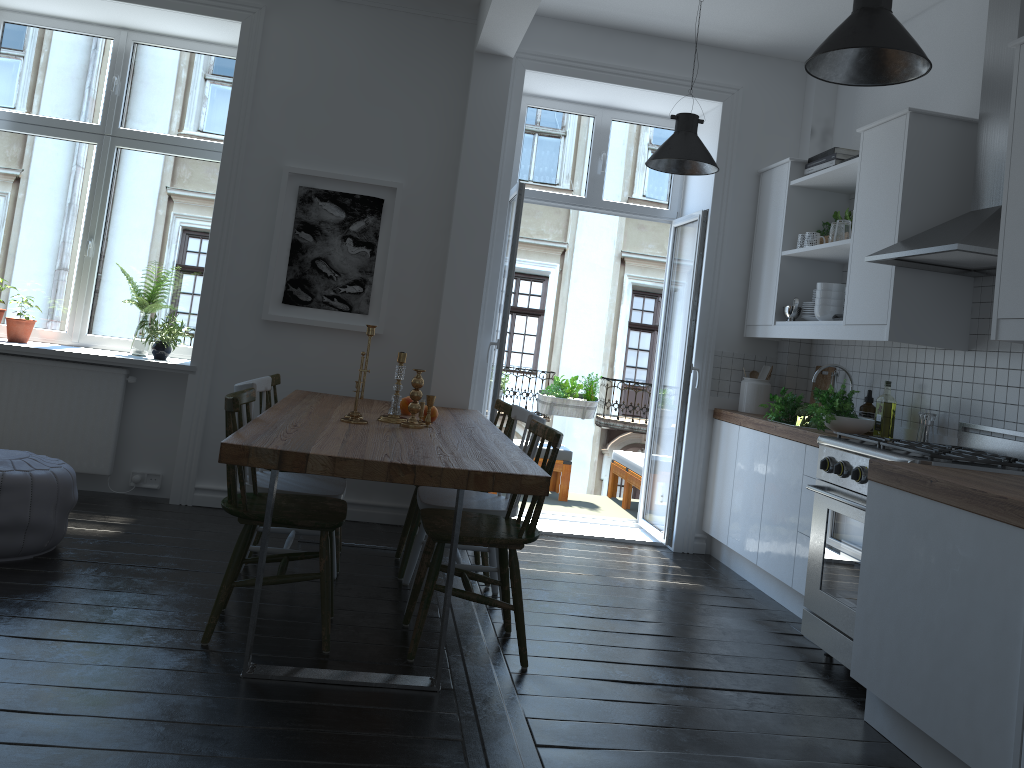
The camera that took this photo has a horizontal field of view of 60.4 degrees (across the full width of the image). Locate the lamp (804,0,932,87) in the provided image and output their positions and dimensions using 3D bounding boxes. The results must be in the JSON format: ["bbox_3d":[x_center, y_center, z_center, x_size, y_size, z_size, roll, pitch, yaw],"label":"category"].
[{"bbox_3d":[1.201,-1.486,2.874,0.386,0.946,0.382,7,-3,0],"label":"lamp"}]

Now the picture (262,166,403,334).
[{"bbox_3d":[-1.032,-0.772,5.104,0.686,0.894,0.083,7,-4,-8],"label":"picture"}]

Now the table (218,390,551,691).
[{"bbox_3d":[-0.576,0.519,3.782,1.015,0.719,2.227,7,2,-8],"label":"table"}]

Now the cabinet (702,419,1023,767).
[{"bbox_3d":[1.541,0.732,3.822,0.729,0.817,3.177,7,2,0],"label":"cabinet"}]

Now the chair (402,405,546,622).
[{"bbox_3d":[-0.153,0.511,3.744,0.509,0.848,0.464,7,-2,-8],"label":"chair"}]

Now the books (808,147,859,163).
[{"bbox_3d":[1.844,-1.251,4.908,0.258,0.038,0.325,7,3,-6],"label":"books"}]

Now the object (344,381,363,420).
[{"bbox_3d":[-0.674,0.069,3.805,0.080,0.161,0.079,5,-3,39],"label":"object"}]

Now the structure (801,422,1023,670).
[{"bbox_3d":[1.615,0.657,3.431,0.720,1.027,0.698,7,-2,-8],"label":"structure"}]

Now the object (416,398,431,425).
[{"bbox_3d":[-0.405,0.121,3.944,0.101,0.115,0.103,8,-1,-22],"label":"object"}]

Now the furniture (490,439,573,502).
[{"bbox_3d":[0.112,0.639,6.703,0.599,0.377,0.400,7,0,-8],"label":"furniture"}]

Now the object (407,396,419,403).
[{"bbox_3d":[-0.500,0.103,4.338,0.083,0.090,0.088,7,-1,-18],"label":"object"}]

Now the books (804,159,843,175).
[{"bbox_3d":[1.829,-1.187,4.901,0.259,0.031,0.329,7,3,-10],"label":"books"}]

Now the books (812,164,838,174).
[{"bbox_3d":[1.834,-1.148,4.888,0.259,0.044,0.351,7,3,-6],"label":"books"}]

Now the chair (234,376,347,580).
[{"bbox_3d":[-0.937,0.418,3.630,0.509,0.848,0.464,7,-2,-8],"label":"chair"}]

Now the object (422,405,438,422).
[{"bbox_3d":[-0.381,0.136,4.047,0.084,0.084,0.089,7,0,4],"label":"object"}]

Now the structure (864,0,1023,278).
[{"bbox_3d":[1.925,-1.134,3.616,0.527,1.314,0.631,8,-3,-8],"label":"structure"}]

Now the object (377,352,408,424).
[{"bbox_3d":[-0.502,0.014,3.876,0.141,0.313,0.138,5,-4,34],"label":"object"}]

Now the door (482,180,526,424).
[{"bbox_3d":[-0.105,-0.201,5.386,0.105,2.041,0.582,7,-4,-3],"label":"door"}]

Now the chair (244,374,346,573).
[{"bbox_3d":[-0.990,0.396,4.118,0.484,0.833,0.466,7,-2,-9],"label":"chair"}]

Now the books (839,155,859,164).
[{"bbox_3d":[1.894,-1.147,4.527,0.274,0.016,0.341,7,3,-7],"label":"books"}]

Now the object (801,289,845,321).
[{"bbox_3d":[1.752,-0.412,4.837,0.305,0.196,0.300,7,1,-7],"label":"object"}]

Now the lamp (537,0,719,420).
[{"bbox_3d":[0.748,-0.911,5.746,0.491,2.525,2.698,8,-1,-8],"label":"lamp"}]

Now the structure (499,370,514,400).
[{"bbox_3d":[-0.261,-0.011,6.804,0.568,0.381,0.292,7,-1,-18],"label":"structure"}]

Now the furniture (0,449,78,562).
[{"bbox_3d":[-2.185,0.501,3.734,0.612,0.422,0.610,7,1,-14],"label":"furniture"}]

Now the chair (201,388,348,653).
[{"bbox_3d":[-0.834,0.461,3.159,0.484,0.833,0.466,7,-2,-9],"label":"chair"}]

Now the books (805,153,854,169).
[{"bbox_3d":[1.845,-1.215,4.894,0.287,0.031,0.351,7,3,-8],"label":"books"}]

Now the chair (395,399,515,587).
[{"bbox_3d":[-0.258,0.483,4.215,0.484,0.833,0.466,7,-2,-9],"label":"chair"}]

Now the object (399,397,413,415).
[{"bbox_3d":[-0.506,0.108,4.254,0.091,0.089,0.082,7,-1,18],"label":"object"}]

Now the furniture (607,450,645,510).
[{"bbox_3d":[1.042,0.761,6.582,0.399,0.376,0.920,7,2,-8],"label":"furniture"}]

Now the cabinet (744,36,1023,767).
[{"bbox_3d":[1.655,-0.027,3.558,0.779,2.382,3.785,7,1,-5],"label":"cabinet"}]

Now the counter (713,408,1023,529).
[{"bbox_3d":[1.537,0.293,3.851,0.844,0.074,3.100,7,3,-8],"label":"counter"}]

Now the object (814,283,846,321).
[{"bbox_3d":[1.733,-0.414,4.600,0.308,0.218,0.149,7,-2,-10],"label":"object"}]

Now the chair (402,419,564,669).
[{"bbox_3d":[-0.102,0.549,3.256,0.484,0.833,0.466,7,-2,-9],"label":"chair"}]

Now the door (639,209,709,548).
[{"bbox_3d":[1.007,-0.069,5.536,0.104,2.041,0.584,8,-4,-14],"label":"door"}]

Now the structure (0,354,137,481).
[{"bbox_3d":[-2.668,0.172,4.868,1.062,0.633,0.073,7,-4,-8],"label":"structure"}]
